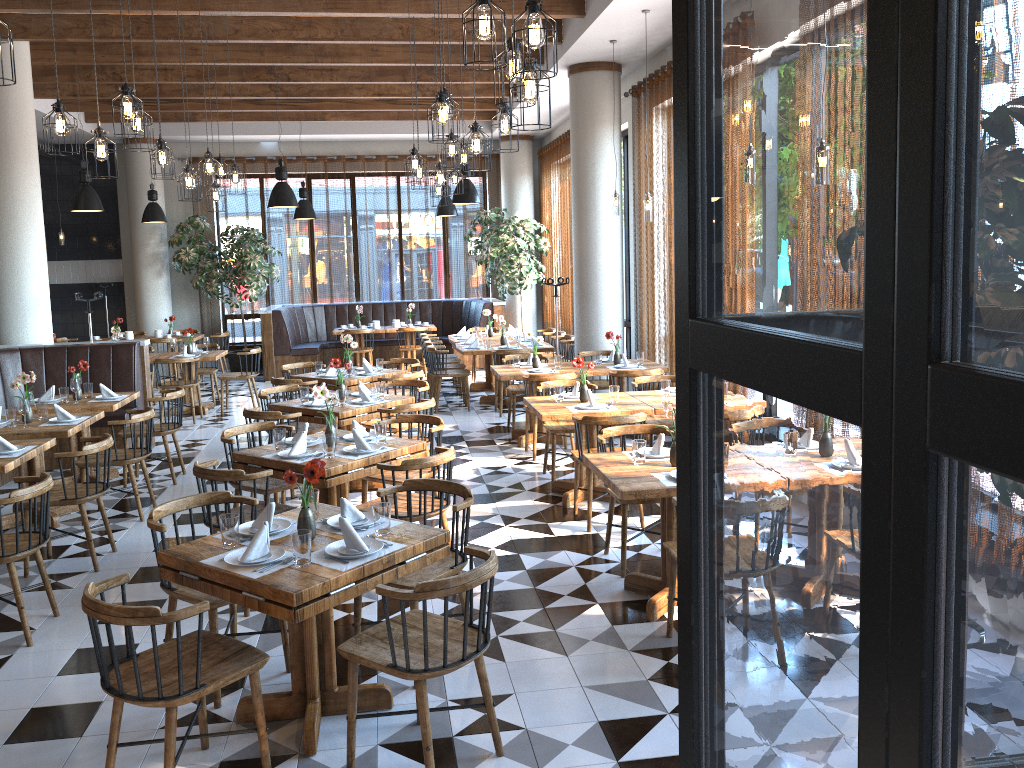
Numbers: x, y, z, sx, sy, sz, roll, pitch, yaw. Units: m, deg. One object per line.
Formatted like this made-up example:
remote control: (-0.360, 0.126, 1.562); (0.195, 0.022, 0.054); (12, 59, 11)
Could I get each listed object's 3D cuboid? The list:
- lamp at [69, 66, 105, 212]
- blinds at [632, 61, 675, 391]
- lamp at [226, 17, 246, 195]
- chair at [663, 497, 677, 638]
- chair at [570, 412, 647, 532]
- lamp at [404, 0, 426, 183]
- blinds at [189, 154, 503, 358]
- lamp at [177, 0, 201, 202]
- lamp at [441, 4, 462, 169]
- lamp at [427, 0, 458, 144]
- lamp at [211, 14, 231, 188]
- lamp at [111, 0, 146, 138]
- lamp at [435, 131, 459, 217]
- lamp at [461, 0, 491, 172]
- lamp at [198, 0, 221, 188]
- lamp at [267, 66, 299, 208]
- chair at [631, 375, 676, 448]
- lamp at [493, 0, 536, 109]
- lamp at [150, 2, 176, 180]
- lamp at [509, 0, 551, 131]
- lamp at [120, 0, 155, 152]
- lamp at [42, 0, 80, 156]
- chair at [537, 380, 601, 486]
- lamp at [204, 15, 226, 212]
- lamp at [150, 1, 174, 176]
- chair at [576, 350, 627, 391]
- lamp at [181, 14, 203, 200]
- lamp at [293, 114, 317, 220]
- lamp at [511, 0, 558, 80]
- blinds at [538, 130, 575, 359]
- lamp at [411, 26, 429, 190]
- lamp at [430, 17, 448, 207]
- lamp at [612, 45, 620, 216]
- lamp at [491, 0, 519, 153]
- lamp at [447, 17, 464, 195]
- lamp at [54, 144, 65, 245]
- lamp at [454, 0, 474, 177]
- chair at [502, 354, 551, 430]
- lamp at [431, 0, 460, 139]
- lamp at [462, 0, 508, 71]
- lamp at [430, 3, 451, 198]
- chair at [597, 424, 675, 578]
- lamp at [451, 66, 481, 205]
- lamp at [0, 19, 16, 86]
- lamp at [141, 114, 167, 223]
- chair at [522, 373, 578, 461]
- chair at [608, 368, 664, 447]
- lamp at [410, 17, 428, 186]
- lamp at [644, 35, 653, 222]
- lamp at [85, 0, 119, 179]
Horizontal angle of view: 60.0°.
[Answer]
lamp: (-5.155, -3.006, 10.598); (0.391, 1.857, 0.391); (-5, 7, -31)
blinds: (1.991, -1.130, 6.781); (0.160, 3.564, 7.300); (-2, 8, -8)
lamp: (-2.868, -2.984, 9.028); (0.175, 2.062, 0.176); (-2, 6, -1)
chair: (1.008, 0.886, 4.211); (0.519, 0.813, 0.552); (-3, 7, -8)
chair: (0.688, 0.587, 6.333); (0.519, 0.813, 0.552); (-3, 7, -8)
lamp: (-0.884, -2.811, 7.749); (0.175, 2.062, 0.175); (-4, 6, -22)
blinds: (-2.925, -2.361, 16.220); (5.544, 3.566, 0.156); (-3, 6, -8)
lamp: (-2.760, -2.577, 7.408); (0.175, 2.062, 0.175); (-6, 7, -37)
lamp: (-0.543, -2.896, 7.581); (0.175, 2.062, 0.176); (-1, 6, 11)
lamp: (-0.454, -2.523, 5.384); (0.175, 2.062, 0.175); (-4, 6, -25)
lamp: (-2.956, -3.010, 8.834); (0.175, 2.062, 0.176); (-1, 6, 10)
lamp: (-2.301, -2.495, 5.160); (0.175, 2.062, 0.175); (-4, 6, -25)
lamp: (-1.100, -3.684, 14.479); (0.390, 1.857, 0.392); (-1, 6, 4)
lamp: (-0.250, -2.368, 5.483); (0.175, 2.062, 0.176); (-3, 6, -14)
lamp: (-2.646, -2.737, 7.582); (0.175, 2.062, 0.176); (0, 6, 19)
lamp: (-2.872, -3.119, 10.931); (0.391, 1.857, 0.392); (-4, 6, -21)
chair: (1.329, 0.365, 7.740); (0.519, 0.813, 0.552); (-3, 7, -8)
lamp: (-0.014, -2.270, 3.856); (0.175, 2.062, 0.175); (-5, 7, -29)
lamp: (-2.913, -2.722, 7.236); (0.175, 2.062, 0.175); (4, 8, 41)
lamp: (0.051, -2.112, 3.658); (0.175, 2.062, 0.176); (-1, 6, 4)
lamp: (-2.336, -2.468, 5.370); (0.175, 2.062, 0.175); (-6, 7, -36)
lamp: (-2.669, -2.376, 5.099); (0.175, 2.062, 0.175); (2, 7, 31)
chair: (0.495, 0.406, 7.618); (0.519, 0.813, 0.552); (-3, 7, -8)
lamp: (-3.078, -2.806, 9.050); (0.175, 2.062, 0.176); (-1, 6, 10)
lamp: (-2.995, -2.804, 7.421); (0.175, 2.062, 0.175); (-6, 7, -37)
chair: (1.002, 0.060, 9.907); (0.519, 0.813, 0.552); (-3, 7, -8)
lamp: (-3.300, -2.923, 8.996); (0.175, 2.062, 0.175); (-4, 6, -24)
lamp: (-3.358, -3.572, 14.148); (0.390, 1.857, 0.392); (-2, 6, -6)
lamp: (0.064, -2.253, 3.426); (0.175, 2.062, 0.176); (-2, 6, -7)
blinds: (0.801, -2.247, 14.708); (0.155, 3.566, 3.213); (-2, 7, -8)
lamp: (-0.983, -3.050, 9.121); (0.175, 2.062, 0.175); (-6, 7, -33)
lamp: (-0.794, -2.899, 9.250); (0.175, 2.062, 0.175); (-4, 6, -22)
lamp: (1.058, -2.724, 9.121); (0.078, 1.955, 0.078); (-5, 7, -33)
lamp: (-0.071, -2.521, 5.593); (0.175, 2.062, 0.175); (4, 8, 43)
lamp: (-0.635, -3.055, 9.386); (0.175, 2.062, 0.175); (2, 7, 34)
lamp: (-7.550, -3.294, 14.722); (0.078, 1.955, 0.078); (1, 6, 24)
lamp: (-0.452, -2.870, 7.774); (0.175, 2.062, 0.176); (-2, 6, 0)
chair: (0.168, 0.101, 9.785); (0.519, 0.813, 0.552); (-3, 7, -8)
lamp: (-0.451, -2.609, 5.585); (0.175, 2.062, 0.176); (-3, 6, -14)
lamp: (-0.135, -2.314, 3.489); (0.175, 2.062, 0.176); (-1, 6, 4)
lamp: (-0.662, -2.692, 7.799); (0.175, 2.062, 0.176); (-1, 6, 11)
chair: (0.815, 0.705, 5.496); (0.519, 0.813, 0.552); (-3, 7, -8)
lamp: (-0.615, -3.231, 11.263); (0.391, 1.857, 0.391); (-5, 7, -31)
lamp: (-2.009, -2.170, 3.252); (0.175, 2.062, 0.176); (1, 6, 24)
lamp: (-5.640, -3.459, 13.814); (0.391, 1.857, 0.391); (3, 8, 39)
chair: (0.361, 0.282, 8.500); (0.519, 0.813, 0.552); (-3, 7, -8)
chair: (1.195, 0.241, 8.622); (0.519, 0.813, 0.552); (-3, 7, -8)
lamp: (-1.012, -3.135, 9.321); (0.175, 2.062, 0.175); (-4, 6, -22)
lamp: (1.225, -2.465, 8.040); (0.078, 1.955, 0.078); (2, 7, 32)
lamp: (-2.509, -2.273, 5.269); (0.175, 2.062, 0.175); (-4, 6, -25)
